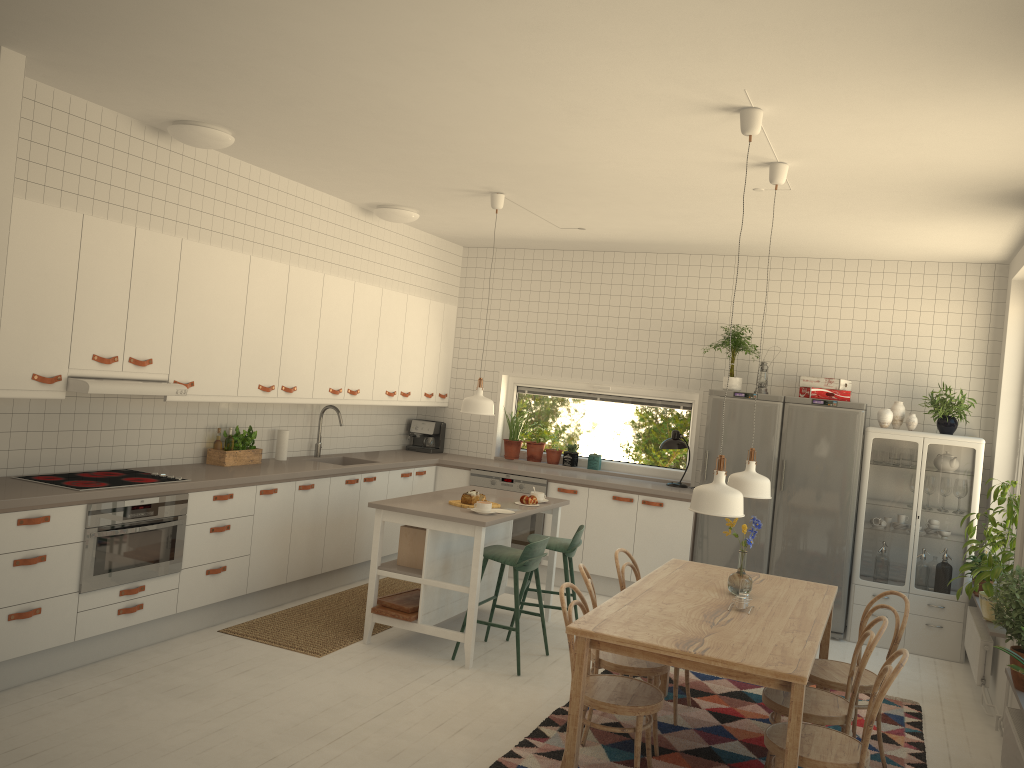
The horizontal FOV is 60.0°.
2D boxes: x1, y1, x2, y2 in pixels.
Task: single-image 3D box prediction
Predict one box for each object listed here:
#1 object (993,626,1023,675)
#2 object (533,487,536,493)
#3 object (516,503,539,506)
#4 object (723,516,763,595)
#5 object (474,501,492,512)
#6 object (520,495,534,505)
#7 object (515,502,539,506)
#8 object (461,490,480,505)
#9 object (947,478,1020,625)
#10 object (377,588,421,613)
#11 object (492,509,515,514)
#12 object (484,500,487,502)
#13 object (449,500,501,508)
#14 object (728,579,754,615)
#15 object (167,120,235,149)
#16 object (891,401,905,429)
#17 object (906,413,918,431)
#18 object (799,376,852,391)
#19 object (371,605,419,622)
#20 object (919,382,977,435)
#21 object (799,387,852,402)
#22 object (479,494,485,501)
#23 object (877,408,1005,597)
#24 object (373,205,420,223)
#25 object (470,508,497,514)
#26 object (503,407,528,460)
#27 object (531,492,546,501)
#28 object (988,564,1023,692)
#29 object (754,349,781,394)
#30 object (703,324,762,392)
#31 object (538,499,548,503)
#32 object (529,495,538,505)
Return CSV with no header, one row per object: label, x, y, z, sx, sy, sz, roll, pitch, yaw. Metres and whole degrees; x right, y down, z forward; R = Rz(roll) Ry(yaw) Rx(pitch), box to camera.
object,2.070,1.134,3.399,0.417,0.425,0.486,6,0,30
object,0.164,0.759,6.125,0.028,0.086,0.102,5,0,-26
object,0.101,0.805,5.939,0.167,0.005,0.167,6,0,19
object,1.119,0.827,4.290,0.144,0.388,0.206,5,0,-14
object,-0.172,0.747,5.377,0.098,0.064,0.094,5,0,-18
object,0.089,0.774,5.936,0.070,0.060,0.131,5,0,-28
object,0.103,0.803,5.943,0.122,0.005,0.120,6,0,42
object,-0.264,0.713,5.602,0.086,0.087,0.090,6,0,31
object,2.861,0.988,5.248,0.485,0.841,0.615,5,0,3
object,-0.618,1.354,5.561,0.281,0.030,0.430,6,0,32
object,-0.065,0.791,5.509,0.167,0.005,0.167,6,0,19
object,-0.201,0.753,5.723,0.077,0.017,0.068,6,0,32
object,-0.238,0.767,5.662,0.237,0.019,0.306,6,0,40
object,1.040,0.947,3.998,0.095,0.138,0.155,6,0,24
object,-1.708,-1.354,4.873,0.351,0.101,0.351,5,0,-24
object,2.861,0.233,6.580,0.102,0.206,0.102,5,0,7
object,2.922,0.279,6.483,0.082,0.126,0.082,5,0,-4
object,2.418,-0.002,6.843,0.312,0.082,0.308,6,0,36
object,-0.636,1.383,5.485,0.281,0.030,0.430,6,0,23
object,3.189,0.177,6.500,0.371,0.385,0.372,6,0,42
object,2.411,0.080,6.840,0.309,0.082,0.312,5,0,3
object,-0.213,0.732,5.667,0.083,0.057,0.072,6,0,30
object,2.972,0.810,6.215,0.943,1.208,0.261,6,0,39
object,-0.884,-1.287,6.775,0.351,0.101,0.351,5,0,-24
object,-0.173,0.775,5.378,0.160,0.020,0.160,5,0,-11
object,0.035,0.448,8.226,0.300,0.499,0.333,5,0,7
object,0.174,0.777,6.106,0.094,0.060,0.098,6,0,21
object,2.328,1.087,3.956,0.383,0.561,0.395,5,0,22
object,1.988,-0.111,6.943,0.154,0.383,0.163,5,0,-44
object,1.766,-0.215,7.037,0.474,0.545,0.468,6,0,37
object,0.170,0.803,6.104,0.160,0.020,0.160,6,0,20
object,0.142,0.779,5.948,0.060,0.059,0.074,5,0,-7
